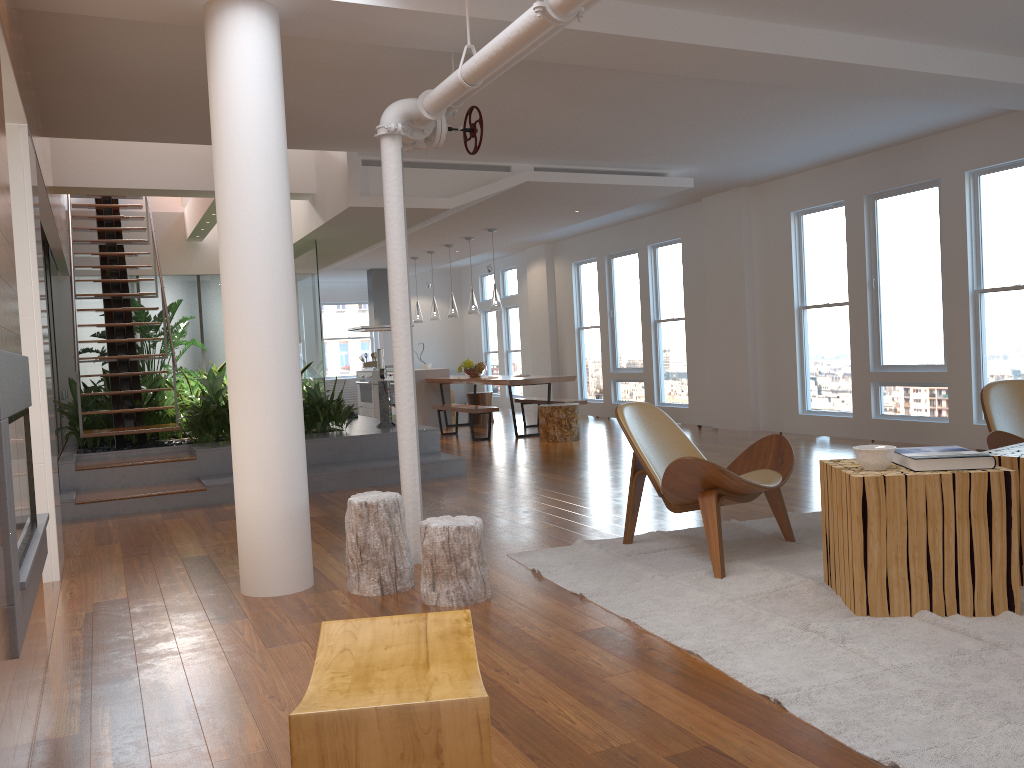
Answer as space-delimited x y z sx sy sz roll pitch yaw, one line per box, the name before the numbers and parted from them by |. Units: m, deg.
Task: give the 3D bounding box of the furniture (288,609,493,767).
furniture | -0.228 0.760 1.803 0.344 0.430 0.549 -3 2 -6

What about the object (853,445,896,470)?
object | 1.358 0.277 3.321 0.152 0.082 0.152 -2 2 26

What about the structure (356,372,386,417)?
structure | -2.209 0.157 14.974 0.649 0.735 0.890 -4 2 -25

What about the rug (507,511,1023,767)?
rug | 2.201 0.758 3.509 3.525 0.057 3.478 -4 2 -21

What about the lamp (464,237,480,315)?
lamp | -0.524 -1.432 11.458 0.160 1.060 0.160 -3 2 2

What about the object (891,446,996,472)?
object | 1.606 0.280 3.344 0.279 0.048 0.334 -3 2 6

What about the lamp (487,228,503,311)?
lamp | -0.217 -1.424 10.804 0.160 1.060 0.160 -3 2 2

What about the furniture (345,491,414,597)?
furniture | -0.597 0.708 3.985 0.298 0.418 0.290 -2 2 28

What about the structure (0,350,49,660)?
structure | -1.854 0.303 2.548 0.844 0.737 1.382 -4 2 -25

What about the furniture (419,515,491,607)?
furniture | -0.245 0.740 3.759 0.292 0.333 0.294 -2 3 35

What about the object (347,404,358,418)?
object | -1.859 0.310 10.106 0.181 0.155 0.216 -2 2 30

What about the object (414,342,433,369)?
object | -1.767 -0.516 17.050 0.210 0.563 0.590 -1 3 36

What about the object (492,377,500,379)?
object | -0.220 -0.071 11.011 0.149 0.014 0.044 -4 2 -26

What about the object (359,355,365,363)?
object | -2.548 -0.371 15.322 0.199 0.259 0.016 -4 2 -15

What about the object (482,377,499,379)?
object | -0.265 -0.077 11.139 0.222 0.020 0.222 -2 2 15

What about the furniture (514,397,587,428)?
furniture | 0.489 0.393 11.482 0.316 0.389 1.433 -4 2 -25

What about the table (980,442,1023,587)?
table | 2.225 0.531 3.545 0.548 0.534 0.489 -5 3 -37

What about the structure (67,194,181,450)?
structure | -3.559 -1.410 9.827 2.552 4.265 4.591 -4 2 -25

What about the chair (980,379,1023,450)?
chair | 2.798 0.362 4.346 0.856 0.752 0.867 -2 2 25

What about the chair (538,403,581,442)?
chair | 0.537 0.434 10.027 0.460 0.400 0.460 -4 2 -15

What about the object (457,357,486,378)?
object | -0.535 -0.224 12.102 0.292 0.284 0.394 -2 2 29

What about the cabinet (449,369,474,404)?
cabinet | -1.405 0.102 17.275 1.309 0.725 0.420 -4 2 -25

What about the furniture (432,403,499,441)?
furniture | -0.590 0.468 10.978 0.316 0.389 1.433 -4 2 -25

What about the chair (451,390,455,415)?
chair | -1.221 0.323 15.198 0.344 0.430 0.549 -4 2 -21

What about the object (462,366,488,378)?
object | -0.503 -0.162 12.102 0.360 0.159 0.360 -2 2 28

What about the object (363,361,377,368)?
object | -2.401 -0.318 15.383 0.353 0.157 0.084 -4 2 -25

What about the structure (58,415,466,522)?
structure | -2.977 0.666 9.392 3.088 0.386 5.584 -4 2 -25

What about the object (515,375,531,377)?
object | 0.137 -0.103 11.274 0.222 0.020 0.222 -4 2 -33

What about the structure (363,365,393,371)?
structure | -2.198 -0.271 14.987 0.520 0.073 0.650 -4 2 -25

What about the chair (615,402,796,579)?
chair | 1.001 0.459 4.298 0.856 0.752 0.867 -4 2 -20

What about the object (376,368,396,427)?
object | -1.156 0.129 8.537 0.318 0.565 0.134 -3 2 11

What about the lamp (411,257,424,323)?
lamp | -1.444 -1.455 13.423 0.160 1.060 0.160 -3 2 2

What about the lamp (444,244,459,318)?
lamp | -0.831 -1.439 12.113 0.160 1.060 0.160 -3 2 2

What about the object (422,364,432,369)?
object | -1.262 -0.260 13.218 0.152 0.082 0.152 -2 2 26

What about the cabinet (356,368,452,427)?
cabinet | -1.785 0.190 14.170 0.597 0.832 2.936 -4 2 -25

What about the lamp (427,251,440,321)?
lamp | -1.137 -1.447 12.768 0.160 1.060 0.160 -3 2 2

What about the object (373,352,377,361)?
object | -2.370 -0.399 15.386 0.057 0.299 0.019 -4 2 -25

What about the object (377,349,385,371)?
object | -2.140 -0.398 14.506 0.120 0.356 0.172 -2 2 23

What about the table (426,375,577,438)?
table | -0.888 0.247 13.049 0.893 0.704 5.996 -4 2 -25

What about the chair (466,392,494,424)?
chair | -0.469 0.353 13.105 0.396 0.455 0.402 -4 3 -35

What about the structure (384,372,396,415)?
structure | -1.836 0.145 13.590 0.072 0.648 0.644 -4 2 -25

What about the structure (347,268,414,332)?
structure | -2.254 -1.598 14.915 0.909 1.405 0.900 -4 2 -25

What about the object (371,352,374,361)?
object | -2.409 -0.397 15.389 0.061 0.299 0.040 -4 2 -27

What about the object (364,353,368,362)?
object | -2.517 -0.391 15.339 0.055 0.299 0.027 -4 2 -25

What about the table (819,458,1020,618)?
table | 1.526 0.574 3.381 0.548 0.534 0.489 -3 2 5
